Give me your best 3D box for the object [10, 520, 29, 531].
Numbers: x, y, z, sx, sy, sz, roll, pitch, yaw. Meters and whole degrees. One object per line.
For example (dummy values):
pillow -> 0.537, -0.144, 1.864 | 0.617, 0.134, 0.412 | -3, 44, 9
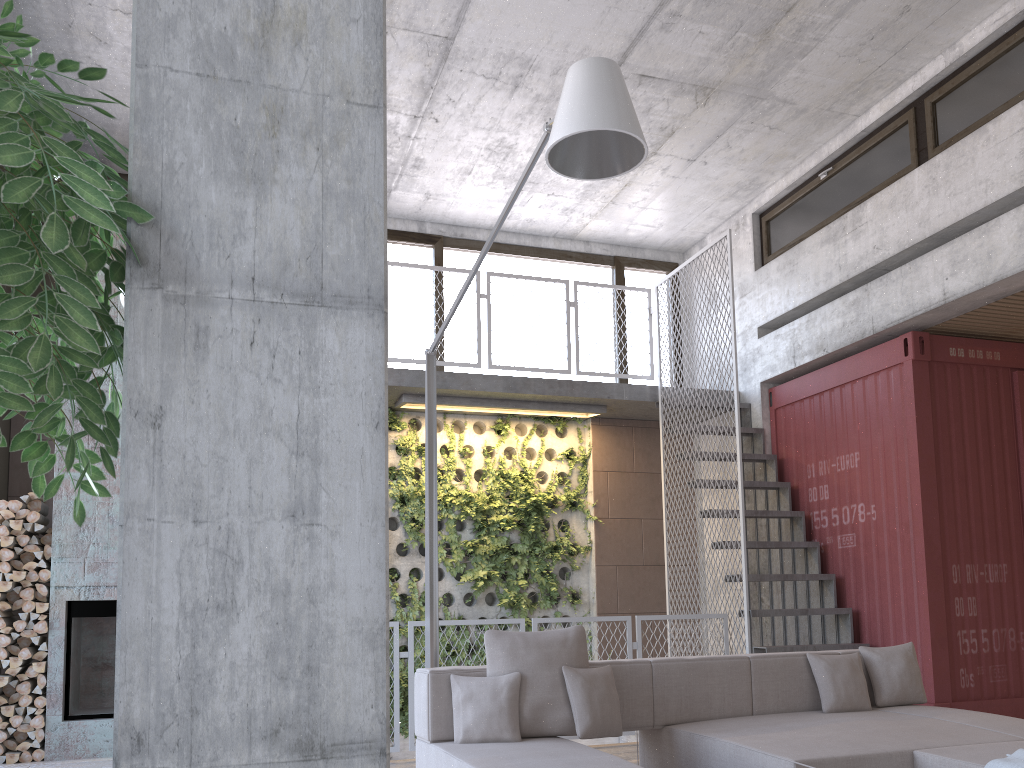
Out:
object -> -3.880, 1.140, 6.948 | 0.094, 0.081, 0.491 | 3, -14, -19

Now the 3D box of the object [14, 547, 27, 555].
object -> -3.878, 1.326, 6.950 | 0.064, 0.072, 0.368 | 2, -14, -20

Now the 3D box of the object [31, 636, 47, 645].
object -> -3.737, 2.030, 6.928 | 0.067, 0.083, 0.435 | 2, -14, -20

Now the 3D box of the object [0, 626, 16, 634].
object -> -3.916, 1.920, 6.843 | 0.089, 0.055, 0.340 | 3, -15, -19

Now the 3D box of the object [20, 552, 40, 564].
object -> -3.857, 1.409, 7.032 | 0.104, 0.100, 0.299 | 2, -14, -19

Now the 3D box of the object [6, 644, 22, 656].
object -> -3.888, 2.095, 6.909 | 0.101, 0.084, 0.371 | 3, -14, -19

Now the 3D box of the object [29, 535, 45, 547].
object -> -3.787, 1.260, 7.013 | 0.067, 0.069, 0.433 | 2, -14, -19

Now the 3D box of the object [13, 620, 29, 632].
object -> -3.831, 1.901, 6.895 | 0.091, 0.087, 0.466 | 3, -14, -20

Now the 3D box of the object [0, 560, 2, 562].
object -> -3.982, 1.367, 6.806 | 0.045, 0.071, 0.257 | 2, -14, -19

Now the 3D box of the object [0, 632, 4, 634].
object -> -4.014, 1.981, 6.818 | 0.101, 0.100, 0.299 | 2, -14, -17

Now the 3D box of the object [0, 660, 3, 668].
object -> -3.991, 2.171, 6.830 | 0.067, 0.065, 0.432 | 2, -14, -19

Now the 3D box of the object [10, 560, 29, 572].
object -> -3.901, 1.453, 6.976 | 0.101, 0.084, 0.371 | 3, -14, -19

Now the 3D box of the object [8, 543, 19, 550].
object -> -3.929, 1.278, 6.910 | 0.089, 0.055, 0.340 | 3, -15, -19

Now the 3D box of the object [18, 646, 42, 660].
object -> -3.775, 2.108, 6.888 | 0.091, 0.087, 0.466 | 2, -14, -17

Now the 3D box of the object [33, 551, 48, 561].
object -> -3.749, 1.388, 6.995 | 0.067, 0.083, 0.435 | 2, -14, -20

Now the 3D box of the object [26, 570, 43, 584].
object -> -3.781, 1.539, 6.990 | 0.091, 0.087, 0.466 | 2, -14, -19

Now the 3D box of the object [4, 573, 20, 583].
object -> -3.927, 1.536, 6.922 | 0.067, 0.066, 0.432 | 2, -14, -19

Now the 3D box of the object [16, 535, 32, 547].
object -> -3.843, 1.259, 6.962 | 0.091, 0.087, 0.466 | 3, -14, -20

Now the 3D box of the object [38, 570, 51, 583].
object -> -3.687, 1.533, 6.978 | 0.101, 0.100, 0.299 | 2, -14, -17

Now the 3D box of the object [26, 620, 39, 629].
object -> -3.774, 1.903, 6.946 | 0.067, 0.069, 0.433 | 2, -14, -19

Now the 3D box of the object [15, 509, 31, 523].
object -> -3.835, 1.049, 6.936 | 0.104, 0.082, 0.371 | 3, -14, -19

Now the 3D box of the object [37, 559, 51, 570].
object -> -3.722, 1.445, 7.005 | 0.071, 0.071, 0.432 | 2, -14, -19

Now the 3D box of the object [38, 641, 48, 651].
object -> -3.684, 2.064, 6.942 | 0.067, 0.083, 0.435 | 2, -14, -20

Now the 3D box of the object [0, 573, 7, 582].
object -> -4.004, 1.529, 6.897 | 0.067, 0.065, 0.432 | 2, -14, -19

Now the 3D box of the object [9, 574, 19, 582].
object -> -3.864, 1.531, 6.922 | 0.115, 0.077, 0.445 | 3, -14, -19

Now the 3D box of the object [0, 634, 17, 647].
object -> -3.910, 1.986, 6.805 | 0.098, 0.104, 0.301 | 2, -14, -17

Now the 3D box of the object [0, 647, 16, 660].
object -> -3.953, 2.099, 6.858 | 0.092, 0.091, 0.447 | 2, -14, -19

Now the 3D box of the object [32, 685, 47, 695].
object -> -3.703, 2.392, 6.907 | 0.071, 0.071, 0.432 | 2, -14, -19

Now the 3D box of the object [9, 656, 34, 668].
object -> -3.842, 2.172, 6.878 | 0.093, 0.082, 0.491 | 2, -14, -19

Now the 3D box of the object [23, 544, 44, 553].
object -> -3.781, 1.318, 6.979 | 0.122, 0.066, 0.372 | 3, -14, -17

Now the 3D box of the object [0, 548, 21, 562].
object -> -3.923, 1.344, 6.872 | 0.098, 0.104, 0.301 | 2, -14, -17

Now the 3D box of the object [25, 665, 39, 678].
object -> -3.747, 2.256, 6.922 | 0.091, 0.087, 0.466 | 2, -14, -19

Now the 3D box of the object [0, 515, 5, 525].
object -> -4.041, 1.067, 6.917 | 0.122, 0.067, 0.372 | 3, -14, -17

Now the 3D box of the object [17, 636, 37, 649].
object -> -3.844, 2.051, 6.965 | 0.104, 0.100, 0.299 | 2, -14, -19

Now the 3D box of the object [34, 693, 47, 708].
object -> -3.678, 2.489, 6.915 | 0.092, 0.090, 0.447 | 2, -14, -19

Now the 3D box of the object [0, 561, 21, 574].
object -> -3.966, 1.457, 6.925 | 0.092, 0.091, 0.447 | 2, -14, -19

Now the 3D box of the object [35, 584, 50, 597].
object -> -3.698, 1.641, 6.949 | 0.089, 0.106, 0.374 | 2, -14, -19

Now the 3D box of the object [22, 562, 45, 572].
object -> -3.800, 1.469, 6.996 | 0.115, 0.077, 0.445 | 3, -14, -19

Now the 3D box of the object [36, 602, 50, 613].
object -> -3.694, 1.779, 6.972 | 0.093, 0.082, 0.491 | 2, -14, -19

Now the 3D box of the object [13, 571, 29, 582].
object -> -3.855, 1.530, 6.945 | 0.093, 0.082, 0.491 | 2, -14, -19

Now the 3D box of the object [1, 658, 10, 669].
object -> -3.914, 2.178, 6.856 | 0.067, 0.066, 0.432 | 2, -14, -19

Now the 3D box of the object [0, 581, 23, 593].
object -> -3.918, 1.592, 6.871 | 0.093, 0.082, 0.491 | 2, -14, -19

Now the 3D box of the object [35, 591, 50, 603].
object -> -3.740, 1.702, 7.002 | 0.101, 0.084, 0.371 | 3, -14, -19
